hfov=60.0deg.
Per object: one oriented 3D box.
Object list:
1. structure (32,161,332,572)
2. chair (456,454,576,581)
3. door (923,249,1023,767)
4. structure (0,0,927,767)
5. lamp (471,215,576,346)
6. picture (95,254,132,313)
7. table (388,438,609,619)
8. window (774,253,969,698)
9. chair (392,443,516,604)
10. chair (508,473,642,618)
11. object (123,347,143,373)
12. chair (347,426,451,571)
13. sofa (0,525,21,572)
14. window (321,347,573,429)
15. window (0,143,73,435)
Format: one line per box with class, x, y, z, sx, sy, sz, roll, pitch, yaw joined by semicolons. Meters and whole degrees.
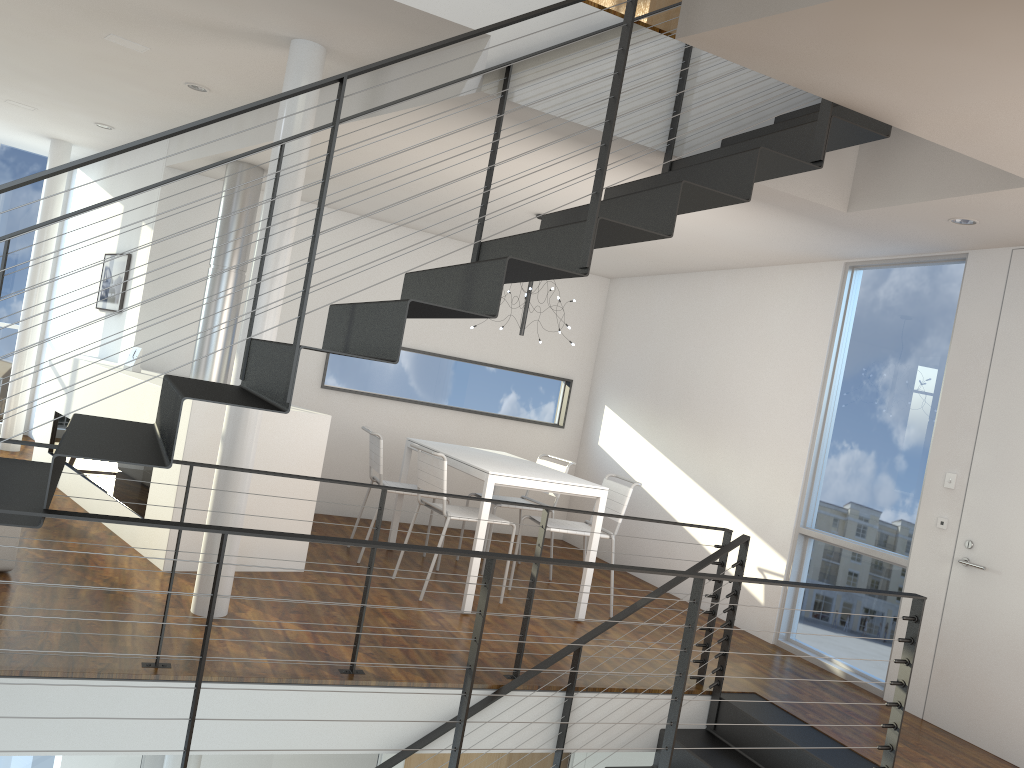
structure;-2.070;-0.286;5.495;0.752;2.207;2.743;10;1;-41
chair;0.030;0.824;5.720;0.556;0.765;0.427;10;1;-29
door;2.241;0.491;3.638;0.077;2.186;0.880;10;1;-24
structure;-0.416;0.630;2.794;4.369;6.300;1.091;10;1;-24
lamp;0.123;-0.635;5.253;0.619;0.726;0.589;10;0;-3
picture;-2.878;-0.733;6.393;0.020;0.415;0.574;9;1;-40
table;-0.146;0.803;5.212;0.701;0.720;1.397;10;0;-24
window;1.894;0.438;4.652;0.115;2.213;0.834;10;1;-24
chair;-0.309;0.756;4.834;0.556;0.765;0.427;10;1;-28
chair;0.358;0.880;5.073;0.556;0.765;0.427;10;1;-18
object;-2.337;-0.155;5.481;0.100;0.151;0.061;11;1;36
chair;-0.688;0.691;5.411;0.556;0.765;0.427;10;1;-19
sofa;-2.912;0.369;3.542;1.614;0.566;0.800;11;0;-39
window;-0.476;-0.007;6.925;2.027;0.408;0.165;10;1;-24
window;-5.044;-2.538;6.633;3.422;5.637;0.090;10;1;-40
